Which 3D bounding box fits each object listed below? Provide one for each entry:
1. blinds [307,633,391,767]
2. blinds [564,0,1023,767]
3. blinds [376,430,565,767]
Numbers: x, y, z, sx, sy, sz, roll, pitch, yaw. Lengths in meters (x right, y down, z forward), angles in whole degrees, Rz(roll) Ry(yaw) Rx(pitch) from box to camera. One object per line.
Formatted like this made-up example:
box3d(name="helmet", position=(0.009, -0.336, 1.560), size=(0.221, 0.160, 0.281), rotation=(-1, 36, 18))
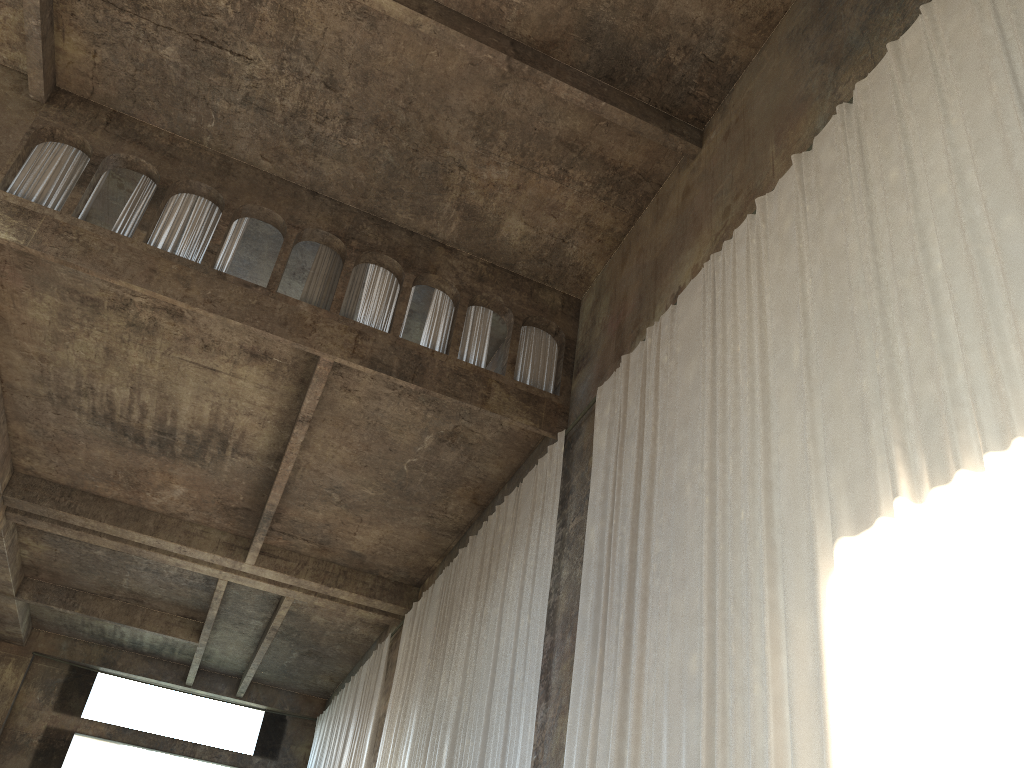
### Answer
box3d(name="blinds", position=(-4.633, 10.898, 20.209), size=(0.278, 8.118, 8.227), rotation=(19, -36, -15))
box3d(name="blinds", position=(2.091, 1.319, 6.215), size=(0.277, 8.118, 8.240), rotation=(18, -36, -13))
box3d(name="blinds", position=(-1.266, 6.101, 13.201), size=(0.277, 8.118, 8.240), rotation=(18, -36, -13))
